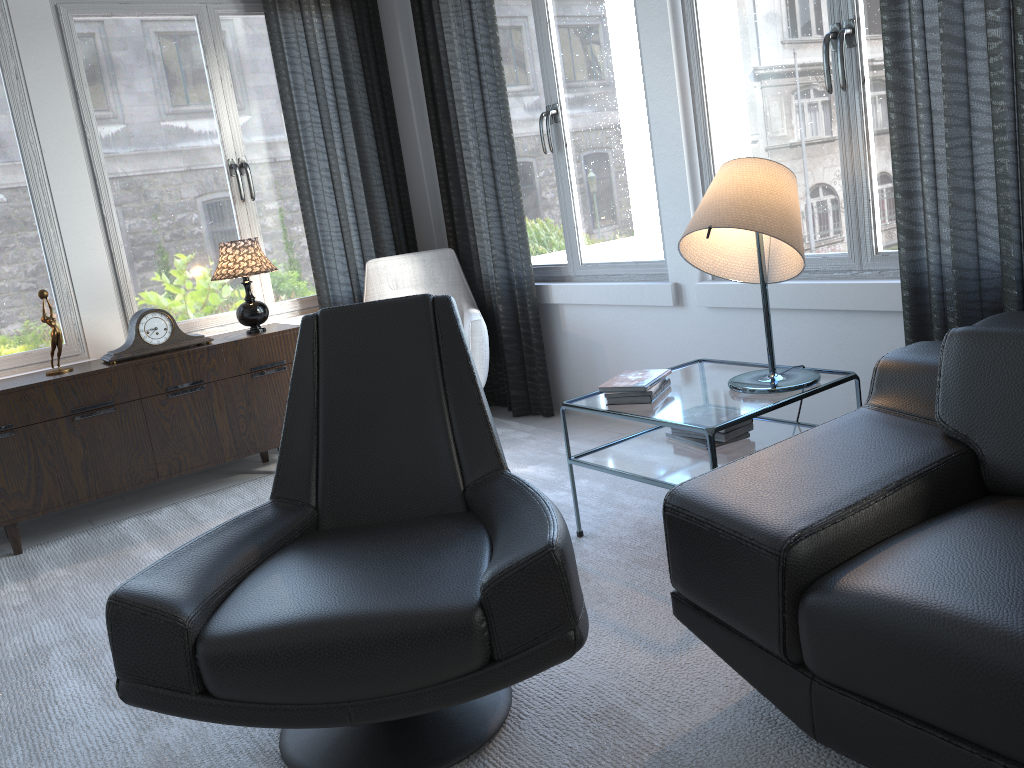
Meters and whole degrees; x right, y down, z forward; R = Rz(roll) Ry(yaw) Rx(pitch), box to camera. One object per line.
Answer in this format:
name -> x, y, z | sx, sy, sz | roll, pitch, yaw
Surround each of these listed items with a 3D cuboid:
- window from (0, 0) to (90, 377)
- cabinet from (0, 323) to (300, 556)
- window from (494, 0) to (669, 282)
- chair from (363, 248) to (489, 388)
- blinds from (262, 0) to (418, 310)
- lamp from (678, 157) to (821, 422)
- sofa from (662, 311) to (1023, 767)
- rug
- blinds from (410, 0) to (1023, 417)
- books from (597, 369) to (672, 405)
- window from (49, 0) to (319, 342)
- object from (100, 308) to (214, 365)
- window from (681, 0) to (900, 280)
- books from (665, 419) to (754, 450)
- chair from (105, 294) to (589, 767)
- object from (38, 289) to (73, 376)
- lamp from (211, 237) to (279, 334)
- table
window -> -2.476, -1.080, 3.225 | 1.274, 2.308, 0.133 | -15, 12, -33
cabinet -> -1.510, 0.196, 3.596 | 1.405, 0.608, 0.387 | -16, 13, -33
window -> 0.118, -1.572, 3.704 | 0.134, 2.308, 1.271 | -15, 12, -32
chair -> -0.409, -0.177, 4.057 | 0.594, 0.818, 0.617 | -9, 10, -3
blinds -> -1.808, -1.118, 3.519 | 3.227, 3.256, 0.189 | -16, 12, -33
lamp -> 1.030, -0.107, 2.175 | 1.167, 1.008, 0.478 | -2, 12, 31
sofa -> 1.183, 0.290, 1.154 | 0.941, 0.612, 1.909 | -16, 14, -32
rug -> 0.782, 0.828, 0.381 | 2.968, 0.032, 7.787 | -16, 14, -32
blinds -> 0.412, -1.358, 3.069 | 0.189, 3.256, 3.219 | -15, 12, -32
books -> 0.354, 0.008, 2.525 | 0.160, 0.049, 0.217 | -2, 13, 29
window -> -1.322, -1.415, 3.991 | 1.274, 2.308, 0.133 | -15, 12, -33
object -> -1.445, -0.215, 3.571 | 0.408, 0.179, 0.181 | -16, 13, -32
window -> 0.915, -1.446, 2.533 | 0.134, 2.308, 1.271 | -15, 12, -32
books -> 0.571, 0.130, 2.583 | 0.178, 0.053, 0.231 | -15, 13, -28
chair -> -0.287, 0.264, 1.858 | 0.840, 0.805, 0.810 | -8, 11, 5
object -> -1.760, -0.199, 3.375 | 0.097, 0.322, 0.096 | -15, 12, -33
lamp -> -1.124, -0.414, 3.762 | 0.280, 0.395, 0.282 | -10, 10, -7
table -> 0.567, 0.210, 2.508 | 0.596, 0.408, 0.594 | -16, 13, -32
